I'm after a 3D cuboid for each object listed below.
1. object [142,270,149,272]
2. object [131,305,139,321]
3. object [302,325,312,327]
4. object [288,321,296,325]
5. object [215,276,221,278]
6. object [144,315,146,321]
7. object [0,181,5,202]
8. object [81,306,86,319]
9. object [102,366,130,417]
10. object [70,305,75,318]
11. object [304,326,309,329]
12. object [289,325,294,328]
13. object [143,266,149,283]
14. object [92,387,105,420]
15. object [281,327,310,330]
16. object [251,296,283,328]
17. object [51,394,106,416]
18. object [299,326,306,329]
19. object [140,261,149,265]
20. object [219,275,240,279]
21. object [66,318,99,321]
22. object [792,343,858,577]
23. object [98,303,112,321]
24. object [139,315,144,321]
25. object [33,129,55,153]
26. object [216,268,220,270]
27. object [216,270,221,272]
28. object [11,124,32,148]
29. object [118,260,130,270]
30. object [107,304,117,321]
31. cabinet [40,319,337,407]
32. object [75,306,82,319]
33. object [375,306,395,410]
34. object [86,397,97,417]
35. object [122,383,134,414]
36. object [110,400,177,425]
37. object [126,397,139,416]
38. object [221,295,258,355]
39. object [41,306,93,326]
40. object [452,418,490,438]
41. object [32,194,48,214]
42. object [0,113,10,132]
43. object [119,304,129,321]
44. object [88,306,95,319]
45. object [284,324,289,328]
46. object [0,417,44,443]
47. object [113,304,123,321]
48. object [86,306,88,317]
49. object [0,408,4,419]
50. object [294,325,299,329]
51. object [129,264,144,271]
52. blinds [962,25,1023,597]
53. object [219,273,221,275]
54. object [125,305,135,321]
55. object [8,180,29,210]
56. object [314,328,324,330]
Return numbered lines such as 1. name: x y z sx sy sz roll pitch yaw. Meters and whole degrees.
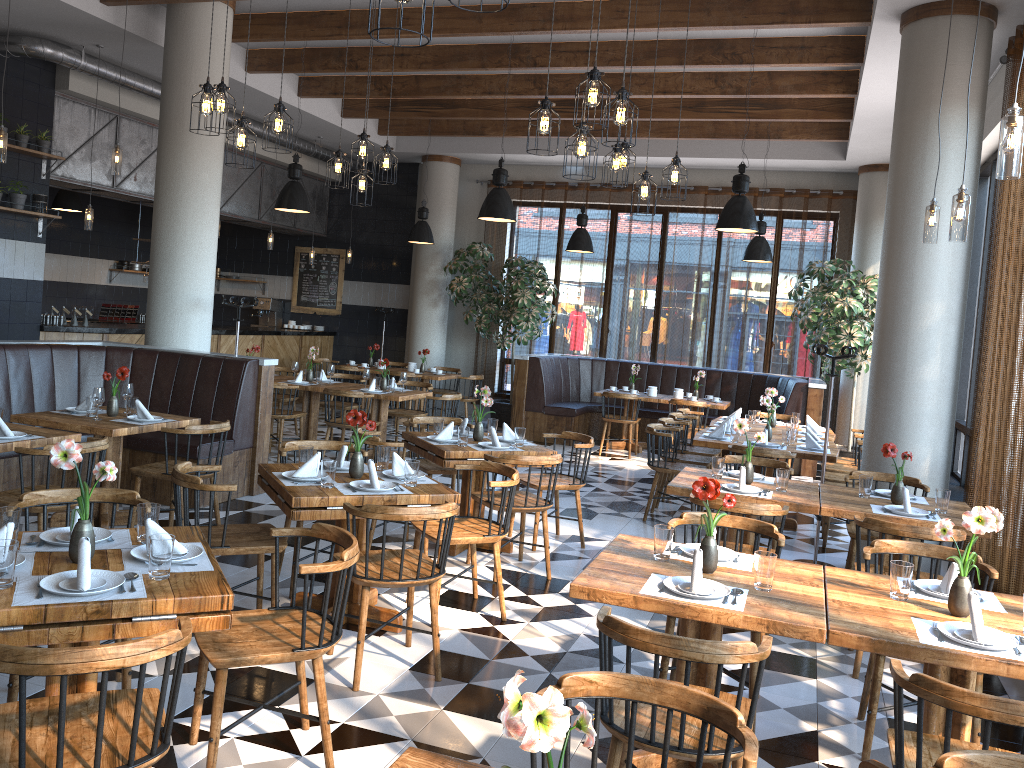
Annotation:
1. object: -6.050 -1.898 14.881 0.244 0.059 0.350 6 4 14
2. object: -6.189 -1.158 14.470 0.189 0.257 0.070 6 2 21
3. object: -3.494 -0.985 15.117 0.175 0.016 0.176 1 5 -36
4. object: -3.768 -1.017 15.168 0.129 0.128 0.130 3 4 -26
5. object: -5.227 -1.904 15.742 0.100 0.036 0.100 6 4 15
6. object: -6.117 -1.115 14.785 0.094 0.136 0.047 6 2 19
7. object: -5.186 -1.915 8.871 0.173 0.268 0.189 7 3 36
8. object: -6.492 -1.074 13.379 0.105 0.208 0.106 3 3 -27
9. object: -2.725 0.052 6.114 0.171 0.354 0.156 6 3 21
10. object: -6.583 -1.075 13.296 0.105 0.208 0.106 3 3 -27
11. object: -3.462 -0.937 14.838 0.080 0.066 0.098 7 4 30
12. object: -3.681 -0.951 14.797 0.080 0.066 0.098 7 4 30
13. object: -4.807 -1.440 11.653 0.081 0.215 0.081 5 2 10
14. object: -2.775 0.131 5.938 0.081 0.215 0.081 6 3 27
15. object: -3.625 -0.924 14.825 0.437 0.018 0.273 6 5 18
16. object: -4.255 -1.216 15.245 0.356 0.568 0.550 5 3 18
17. object: -3.009 0.128 6.243 0.272 0.137 0.352 6 4 18
18. object: -3.496 -0.932 14.734 0.080 0.066 0.098 7 4 30
19. object: -6.100 -1.944 14.502 0.294 0.172 0.065 3 3 -21
20. object: -4.974 -1.889 15.662 0.352 0.060 0.232 7 5 31
21. object: -6.505 -0.980 13.392 0.273 0.018 0.437 6 5 18
22. object: 2.274 0.542 6.445 0.374 1.656 0.375 5 2 1
23. object: -6.385 -1.129 13.890 0.189 0.257 0.070 6 2 21
24. object: -6.147 -1.111 14.697 0.094 0.136 0.047 5 2 13
25. object: -4.961 -2.567 9.368 0.173 0.268 0.189 7 3 36
26. object: -5.219 -2.039 15.730 0.100 0.047 0.100 6 4 14
27. object: -5.223 -2.002 15.730 0.100 0.036 0.100 7 5 30
28. object: -5.048 -2.555 9.111 0.173 0.268 0.189 7 3 36
29. object: -6.248 -1.912 14.266 0.190 0.148 0.193 7 4 32
30. object: -6.345 -1.135 14.006 0.189 0.257 0.070 6 2 21
31. cabinet: -5.426 -0.320 12.813 3.031 1.163 5.999 6 4 18
32. object: -6.485 -1.063 13.250 0.105 0.208 0.106 3 3 -27
33. object: -2.115 -0.421 14.383 0.375 1.656 0.374 6 3 41
34. object: -2.868 0.157 6.048 0.080 0.132 0.080 5 3 18
35. object: -2.753 0.102 6.344 0.081 0.215 0.081 4 2 -13
36. object: -2.516 0.182 6.068 0.272 0.137 0.352 6 4 18
37. object: -2.674 0.159 6.231 0.080 0.132 0.080 5 3 3
38. object: -2.564 0.019 8.170 0.374 1.656 0.375 4 2 -4
39. object: -5.181 -0.781 10.125 0.422 0.203 0.599 6 4 18
40. object: -0.365 0.314 6.601 0.352 0.137 0.273 3 4 -26
41. object: -5.015 -1.908 9.407 0.143 0.200 0.142 5 3 9
42. object: -5.133 -2.558 8.853 0.172 0.300 0.235 5 3 8
43. object: -6.267 -1.146 14.238 0.189 0.257 0.070 6 2 21
44. object: -6.402 -1.074 13.484 0.105 0.208 0.106 3 3 -27
45. object: -3.773 -0.961 14.828 0.080 0.066 0.098 7 4 30
46. object: -2.874 0.234 5.003 0.272 0.137 0.352 6 4 18
47. object: -6.306 -1.140 14.122 0.189 0.257 0.070 5 2 16
48. object: -6.513 -1.086 13.514 0.105 0.208 0.106 3 3 -27
49. object: -3.025 0.211 5.187 0.080 0.132 0.080 6 3 23
50. object: -3.589 -0.941 14.765 0.080 0.066 0.098 7 4 30
51. object: -6.094 -1.923 14.523 0.347 0.153 0.200 3 4 -18
52. blinds: 2.114 -0.369 2.638 0.160 3.575 7.272 5 4 18
53. object: -5.229 -1.942 15.738 0.099 0.050 0.099 5 4 4
54. object: -6.228 -1.152 14.354 0.189 0.257 0.070 5 2 11
55. object: -5.096 -1.946 9.134 0.172 0.300 0.235 5 3 8
56. object: -3.278 -0.932 15.045 0.175 0.016 0.176 1 5 -36
